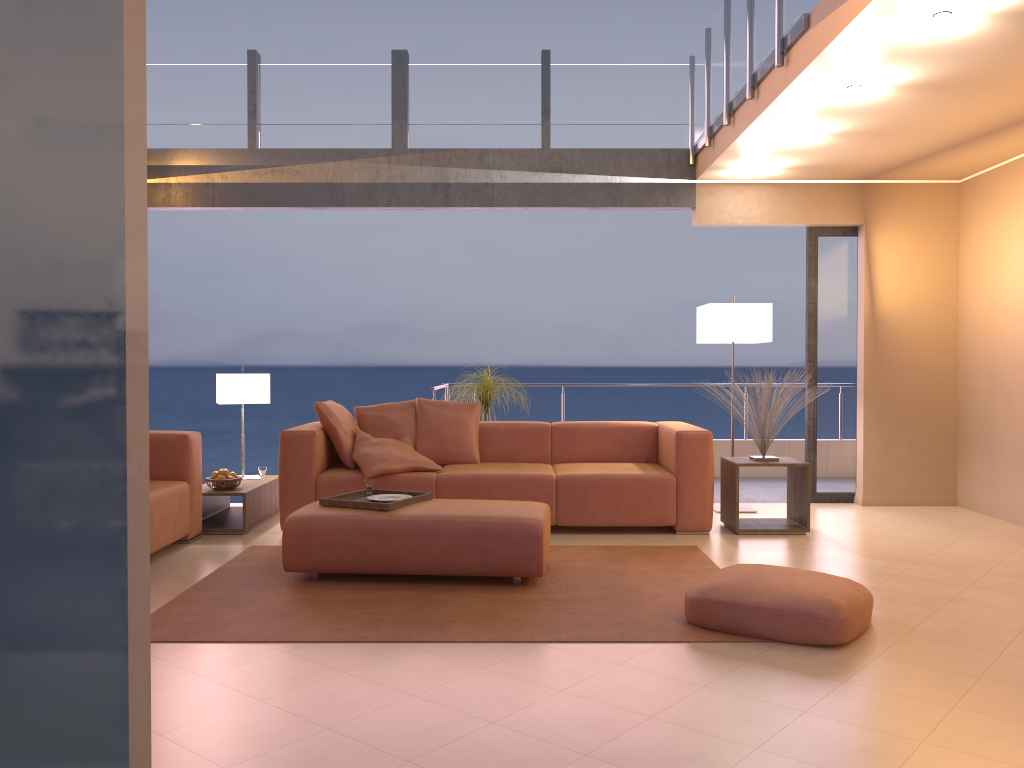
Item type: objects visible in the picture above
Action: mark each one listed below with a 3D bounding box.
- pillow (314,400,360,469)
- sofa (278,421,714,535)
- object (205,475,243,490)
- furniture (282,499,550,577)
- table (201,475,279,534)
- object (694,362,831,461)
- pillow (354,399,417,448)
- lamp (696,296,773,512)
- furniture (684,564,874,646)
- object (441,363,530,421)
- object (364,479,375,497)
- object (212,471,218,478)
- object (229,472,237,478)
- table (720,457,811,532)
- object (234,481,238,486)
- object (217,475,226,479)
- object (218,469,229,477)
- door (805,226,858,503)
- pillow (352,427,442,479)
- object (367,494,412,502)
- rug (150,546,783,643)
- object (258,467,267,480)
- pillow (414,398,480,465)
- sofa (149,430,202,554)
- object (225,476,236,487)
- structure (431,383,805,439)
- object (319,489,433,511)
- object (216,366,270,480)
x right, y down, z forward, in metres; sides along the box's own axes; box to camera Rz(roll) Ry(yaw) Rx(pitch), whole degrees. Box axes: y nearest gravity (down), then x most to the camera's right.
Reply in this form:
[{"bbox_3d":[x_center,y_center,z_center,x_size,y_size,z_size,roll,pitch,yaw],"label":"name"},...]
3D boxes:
[{"bbox_3d":[-1.142,0.339,6.000,0.314,0.455,0.519,0,1,-4],"label":"pillow"},{"bbox_3d":[-0.099,0.607,6.037,2.781,0.672,0.943,0,1,0],"label":"sofa"},{"bbox_3d":[-1.876,0.645,5.775,0.235,0.071,0.235,0,1,-8],"label":"object"},{"bbox_3d":[-0.457,0.769,4.582,1.291,0.301,0.685,0,1,5],"label":"furniture"},{"bbox_3d":[-1.880,0.810,6.037,0.412,0.268,0.918,0,1,0],"label":"table"},{"bbox_3d":[1.644,0.177,5.860,0.700,0.634,0.703,-1,1,-44],"label":"object"},{"bbox_3d":[-0.844,0.329,6.188,0.492,0.446,0.255,0,1,-17],"label":"pillow"},{"bbox_3d":[1.638,0.138,6.576,0.454,1.578,0.454,0,1,0],"label":"lamp"},{"bbox_3d":[1.117,0.903,3.710,0.699,0.226,0.659,1,1,30],"label":"furniture"},{"bbox_3d":[-0.216,0.380,7.078,0.703,1.088,0.729,-1,1,-31],"label":"object"},{"bbox_3d":[-0.774,0.567,4.817,0.061,0.091,0.061,0,1,-15],"label":"object"},{"bbox_3d":[-1.926,0.589,5.757,0.047,0.046,0.054,0,1,-14],"label":"object"},{"bbox_3d":[-1.824,0.599,5.794,0.045,0.053,0.051,0,1,23],"label":"object"},{"bbox_3d":[1.642,0.713,5.784,0.469,0.436,0.415,0,1,0],"label":"table"},{"bbox_3d":[-1.819,0.647,5.806,0.046,0.046,0.055,0,1,-22],"label":"object"},{"bbox_3d":[-1.870,0.609,5.708,0.055,0.047,0.045,0,1,-23],"label":"object"},{"bbox_3d":[-1.872,0.582,5.754,0.069,0.061,0.068,-1,1,-39],"label":"object"},{"bbox_3d":[2.536,-0.150,6.915,0.480,2.160,0.056,0,1,0],"label":"door"},{"bbox_3d":[-0.799,0.435,5.801,0.517,0.292,0.514,-1,1,-31],"label":"pillow"},{"bbox_3d":[-0.643,0.605,4.673,0.240,0.018,0.240,-1,1,-36],"label":"object"},{"bbox_3d":[-0.225,0.972,4.316,2.626,0.005,1.833,0,1,0],"label":"rug"},{"bbox_3d":[-1.744,0.627,6.201,0.061,0.091,0.061,1,1,40],"label":"object"},{"bbox_3d":[-0.452,0.331,6.184,0.470,0.468,0.211,0,1,-5],"label":"pillow"},{"bbox_3d":[-2.384,0.641,4.165,0.943,0.672,2.781,0,1,0],"label":"sofa"},{"bbox_3d":[-1.829,0.632,5.747,0.074,0.076,0.072,0,1,10],"label":"object"},{"bbox_3d":[1.406,0.280,7.772,4.176,0.541,1.663,0,1,0],"label":"structure"},{"bbox_3d":[-0.706,0.602,4.649,0.421,0.034,0.436,0,1,25],"label":"object"},{"bbox_3d":[-1.918,0.270,6.320,0.344,0.799,0.344,0,1,-21],"label":"object"}]
